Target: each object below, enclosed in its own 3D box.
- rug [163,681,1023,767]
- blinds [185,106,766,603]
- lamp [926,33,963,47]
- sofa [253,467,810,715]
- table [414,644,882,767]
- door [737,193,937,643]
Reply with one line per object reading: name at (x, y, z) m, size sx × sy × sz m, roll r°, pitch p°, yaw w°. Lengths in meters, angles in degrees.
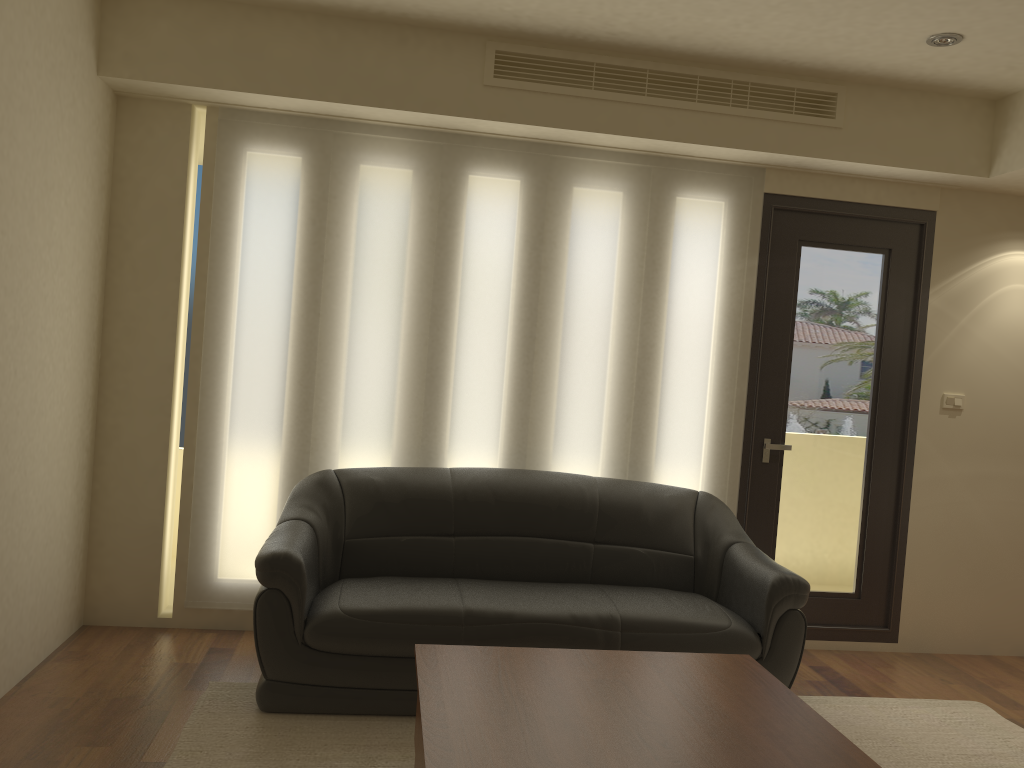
rug at (0.644, 1.442, 2.808) m, size 3.592 × 0.011 × 2.482 m, roll 4°, pitch 2°, yaw -8°
blinds at (-0.133, -0.039, 4.577) m, size 2.830 × 2.453 × 0.002 m, roll 4°, pitch 2°, yaw -8°
lamp at (1.881, -1.515, 3.856) m, size 0.143 × 0.059 × 0.143 m, roll 4°, pitch 2°, yaw -2°
sofa at (0.070, 0.896, 4.050) m, size 2.337 × 0.918 × 0.944 m, roll 4°, pitch 2°, yaw -8°
table at (0.322, 1.184, 2.577) m, size 1.213 × 0.482 × 1.045 m, roll 4°, pitch 2°, yaw -8°
door at (1.750, 0.208, 4.905) m, size 1.011 × 2.420 × 0.118 m, roll 4°, pitch 2°, yaw -8°
